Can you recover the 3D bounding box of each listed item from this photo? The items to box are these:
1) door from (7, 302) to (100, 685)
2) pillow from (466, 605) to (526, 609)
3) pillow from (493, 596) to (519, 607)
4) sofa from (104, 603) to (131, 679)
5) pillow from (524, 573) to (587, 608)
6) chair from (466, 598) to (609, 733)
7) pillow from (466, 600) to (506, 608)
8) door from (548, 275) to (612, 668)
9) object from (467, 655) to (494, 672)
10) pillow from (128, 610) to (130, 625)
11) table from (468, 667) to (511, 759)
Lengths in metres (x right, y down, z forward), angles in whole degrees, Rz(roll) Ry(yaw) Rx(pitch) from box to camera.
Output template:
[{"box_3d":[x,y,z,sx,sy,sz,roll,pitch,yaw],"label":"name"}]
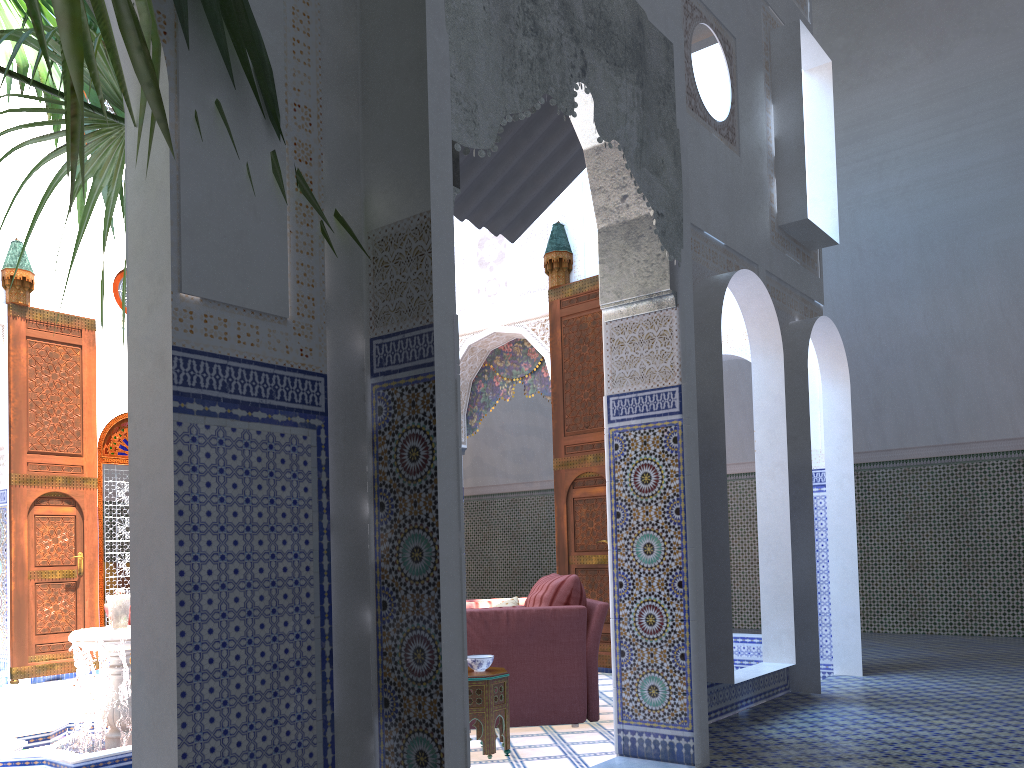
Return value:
[{"box_3d":[-3.123,0.750,5.972,0.124,2.499,0.584,-3,-3,37],"label":"door"},{"box_3d":[-0.112,1.116,3.921,0.396,0.241,0.190,-1,-6,-6],"label":"pillow"},{"box_3d":[-0.056,1.141,4.204,0.261,0.232,0.168,-3,-5,15],"label":"pillow"},{"box_3d":[-1.833,1.662,5.719,1.360,0.537,0.744,0,-8,-7],"label":"sofa"},{"box_3d":[0.191,1.097,4.187,0.301,0.375,0.591,-1,-8,-7],"label":"pillow"},{"box_3d":[0.050,1.307,4.165,0.725,0.537,0.825,-1,-8,-7],"label":"chair"},{"box_3d":[-0.174,1.208,4.368,0.379,0.251,0.190,-1,-5,-6],"label":"pillow"},{"box_3d":[0.497,0.578,5.609,0.586,2.499,0.124,-4,-3,43],"label":"door"},{"box_3d":[-0.127,1.093,3.426,0.118,0.056,0.119,6,-12,-39],"label":"object"},{"box_3d":[-2.308,1.482,5.472,0.187,0.250,0.386,-1,-8,-6],"label":"pillow"},{"box_3d":[-0.156,1.283,3.417,0.291,0.321,0.291,-6,-8,37],"label":"table"}]
